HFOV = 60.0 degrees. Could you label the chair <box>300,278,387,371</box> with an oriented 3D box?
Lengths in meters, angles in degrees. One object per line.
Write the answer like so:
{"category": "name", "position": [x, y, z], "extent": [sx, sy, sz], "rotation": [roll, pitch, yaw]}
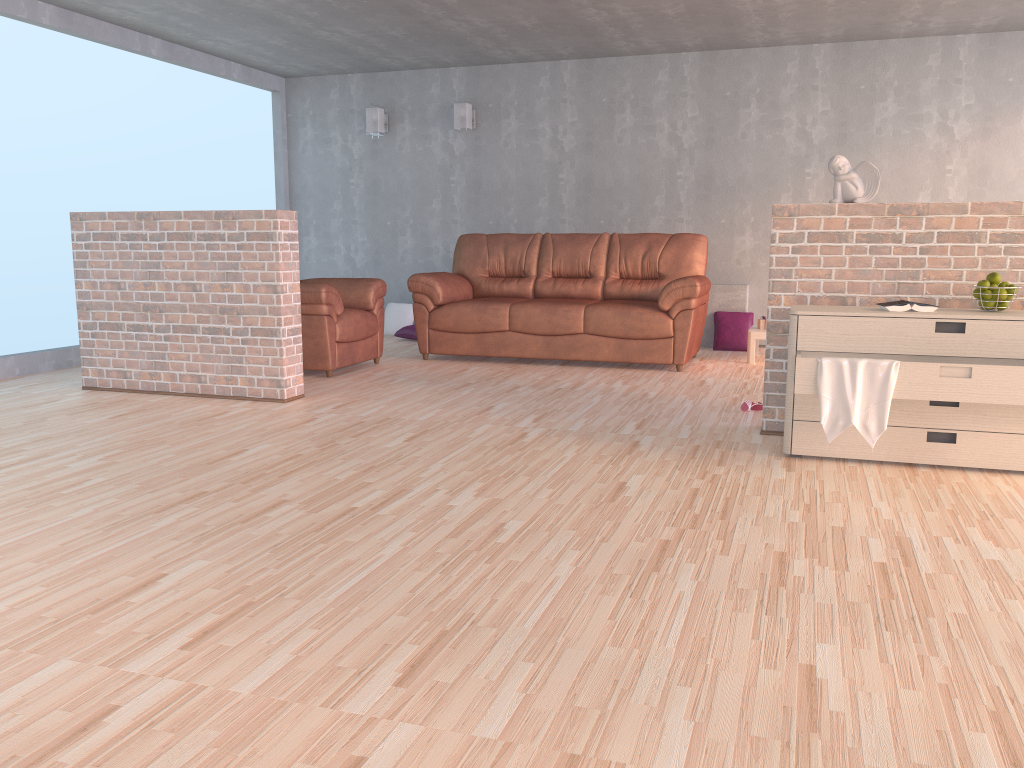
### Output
{"category": "chair", "position": [-1.492, -0.594, 6.262], "extent": [0.936, 0.879, 0.970], "rotation": [3, 9, 17]}

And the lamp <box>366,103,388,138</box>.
{"category": "lamp", "position": [-1.277, -2.472, 8.338], "extent": [0.165, 0.319, 0.168], "rotation": [3, 10, 18]}

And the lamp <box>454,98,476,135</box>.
{"category": "lamp", "position": [-0.437, -2.428, 8.068], "extent": [0.165, 0.319, 0.177], "rotation": [3, 10, 18]}

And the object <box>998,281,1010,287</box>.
{"category": "object", "position": [1.969, -0.389, 3.548], "extent": [0.043, 0.043, 0.039], "rotation": [1, 9, 4]}

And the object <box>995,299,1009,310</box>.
{"category": "object", "position": [1.959, -0.317, 3.544], "extent": [0.046, 0.048, 0.048], "rotation": [1, 9, 7]}

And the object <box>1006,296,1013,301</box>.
{"category": "object", "position": [1.988, -0.358, 3.569], "extent": [0.053, 0.054, 0.053], "rotation": [-6, 11, -36]}

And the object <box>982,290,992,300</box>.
{"category": "object", "position": [1.891, -0.355, 3.527], "extent": [0.038, 0.040, 0.039], "rotation": [5, 10, 26]}

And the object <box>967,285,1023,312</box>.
{"category": "object", "position": [1.937, -0.343, 3.565], "extent": [0.202, 0.104, 0.202], "rotation": [2, 9, 12]}

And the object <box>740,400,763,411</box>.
{"category": "object", "position": [1.292, 0.116, 4.708], "extent": [0.192, 0.066, 0.078], "rotation": [-6, 11, -35]}

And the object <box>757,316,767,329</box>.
{"category": "object", "position": [1.949, -0.470, 6.761], "extent": [0.152, 0.105, 0.080], "rotation": [-2, 9, -13]}

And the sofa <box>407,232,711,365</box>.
{"category": "sofa", "position": [0.387, -0.698, 6.796], "extent": [2.202, 0.923, 0.981], "rotation": [3, 10, 18]}

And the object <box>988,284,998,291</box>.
{"category": "object", "position": [1.919, -0.382, 3.541], "extent": [0.039, 0.038, 0.039], "rotation": [-8, 12, -42]}

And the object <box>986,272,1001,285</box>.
{"category": "object", "position": [1.934, -0.421, 3.561], "extent": [0.054, 0.056, 0.054], "rotation": [3, 10, 18]}

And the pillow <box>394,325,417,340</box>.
{"category": "pillow", "position": [-0.846, -0.482, 8.184], "extent": [0.392, 0.130, 0.365], "rotation": [7, 12, 38]}

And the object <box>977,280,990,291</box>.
{"category": "object", "position": [1.880, -0.393, 3.537], "extent": [0.046, 0.045, 0.046], "rotation": [3, 9, 17]}

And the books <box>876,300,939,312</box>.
{"category": "books", "position": [1.608, -0.319, 3.614], "extent": [0.209, 0.040, 0.146], "rotation": [1, 9, 8]}

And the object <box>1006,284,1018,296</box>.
{"category": "object", "position": [1.973, -0.370, 3.508], "extent": [0.046, 0.047, 0.047], "rotation": [-6, 11, -34]}

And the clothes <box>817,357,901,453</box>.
{"category": "clothes", "position": [1.314, 0.084, 3.379], "extent": [0.325, 0.369, 0.097], "rotation": [3, 10, 19]}

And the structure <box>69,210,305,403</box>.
{"category": "structure", "position": [-1.903, -0.468, 5.174], "extent": [1.422, 1.057, 0.211], "rotation": [3, 10, 18]}

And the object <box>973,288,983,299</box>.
{"category": "object", "position": [1.879, -0.364, 3.568], "extent": [0.046, 0.044, 0.046], "rotation": [2, 9, 14]}

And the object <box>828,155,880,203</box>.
{"category": "object", "position": [1.518, -0.911, 3.950], "extent": [0.216, 0.218, 0.131], "rotation": [3, 9, 17]}

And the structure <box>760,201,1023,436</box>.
{"category": "structure", "position": [1.868, -0.265, 3.940], "extent": [1.422, 1.057, 0.211], "rotation": [3, 10, 18]}

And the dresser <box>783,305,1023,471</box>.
{"category": "dresser", "position": [1.954, 0.036, 3.464], "extent": [1.686, 0.612, 0.605], "rotation": [3, 10, 18]}

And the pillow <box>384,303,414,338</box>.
{"category": "pillow", "position": [-1.080, -0.600, 8.407], "extent": [0.327, 0.326, 0.241], "rotation": [4, 10, 22]}

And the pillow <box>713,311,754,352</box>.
{"category": "pillow", "position": [1.853, -0.438, 7.419], "extent": [0.327, 0.326, 0.241], "rotation": [2, 9, 12]}

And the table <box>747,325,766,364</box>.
{"category": "table", "position": [2.088, -0.295, 6.741], "extent": [0.548, 0.241, 0.548], "rotation": [3, 10, 18]}

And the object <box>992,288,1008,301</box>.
{"category": "object", "position": [1.930, -0.354, 3.513], "extent": [0.057, 0.057, 0.057], "rotation": [-7, 11, -38]}

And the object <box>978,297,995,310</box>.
{"category": "object", "position": [1.908, -0.326, 3.565], "extent": [0.059, 0.055, 0.060], "rotation": [-4, 10, -26]}
